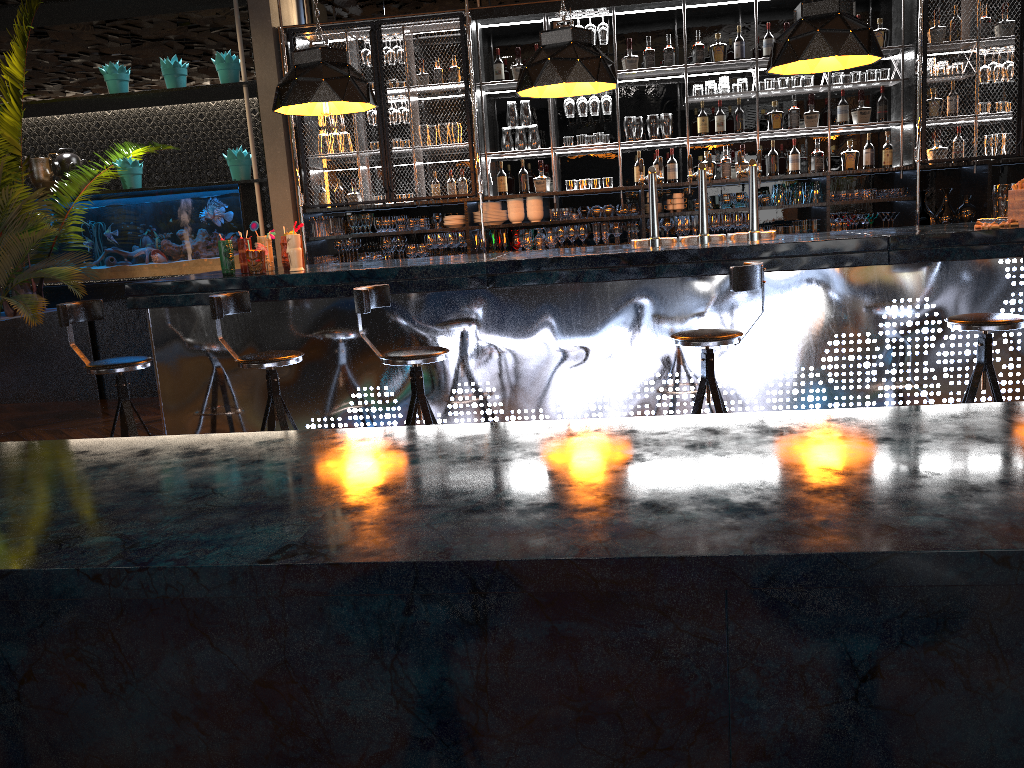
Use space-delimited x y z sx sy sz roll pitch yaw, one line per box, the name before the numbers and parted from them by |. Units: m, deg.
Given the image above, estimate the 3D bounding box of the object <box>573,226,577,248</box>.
object | 0.526 -1.257 7.661 0.084 0.216 0.084 -4 10 0

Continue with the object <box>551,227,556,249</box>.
object | 0.350 -1.257 7.735 0.082 0.213 0.082 -5 10 -5

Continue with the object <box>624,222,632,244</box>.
object | 0.996 -1.269 7.549 0.071 0.217 0.071 -1 11 15

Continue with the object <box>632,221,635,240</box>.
object | 1.055 -1.302 7.702 0.071 0.217 0.071 -1 11 15

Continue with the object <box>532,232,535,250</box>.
object | 0.166 -1.265 7.844 0.082 0.213 0.082 4 13 37

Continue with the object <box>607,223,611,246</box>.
object | 0.821 -1.276 7.649 0.092 0.218 0.092 -10 12 -32

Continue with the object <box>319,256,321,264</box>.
object | -1.702 -1.079 7.857 0.033 0.101 0.033 -6 11 -12

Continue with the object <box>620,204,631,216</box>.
object | 0.952 -1.460 7.440 0.095 0.096 0.095 -7 11 -18

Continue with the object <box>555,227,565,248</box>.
object | 0.415 -1.228 7.546 0.084 0.216 0.084 -5 10 -4

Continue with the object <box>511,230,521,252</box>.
object | 0.039 -1.210 7.598 0.082 0.213 0.082 4 13 36

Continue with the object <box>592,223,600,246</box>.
object | 0.717 -1.252 7.537 0.071 0.226 0.071 -8 11 -20

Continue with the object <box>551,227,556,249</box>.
object | 0.339 -1.240 7.648 0.082 0.213 0.082 -6 11 -11

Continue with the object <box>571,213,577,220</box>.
object | 0.528 -1.421 7.524 0.044 0.048 0.049 -13 14 -39

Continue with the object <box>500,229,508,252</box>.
object | -0.062 -1.218 7.633 0.073 0.229 0.073 -5 10 -4

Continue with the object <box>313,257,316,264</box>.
object | -1.745 -1.074 7.846 0.028 0.097 0.028 -4 10 -3

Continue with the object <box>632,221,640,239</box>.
object | 1.054 -1.265 7.503 0.071 0.217 0.071 -1 11 15

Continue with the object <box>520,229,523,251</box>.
object | 0.065 -1.244 7.771 0.082 0.213 0.082 -11 12 -32

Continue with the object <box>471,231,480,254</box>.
object | -0.305 -1.204 7.649 0.073 0.229 0.073 -5 10 -4

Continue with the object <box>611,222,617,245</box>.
object | 0.902 -1.299 7.746 0.092 0.218 0.092 -10 12 -32

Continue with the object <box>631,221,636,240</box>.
object | 1.035 -1.286 7.626 0.071 0.217 0.071 -1 11 15

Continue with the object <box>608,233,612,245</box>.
object | 0.839 -1.296 7.752 0.092 0.218 0.092 -10 12 -32

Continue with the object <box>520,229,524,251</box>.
object | 0.071 -1.261 7.858 0.082 0.213 0.082 -7 11 -16

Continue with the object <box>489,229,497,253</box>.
object | -0.158 -1.215 7.650 0.073 0.229 0.073 -5 10 -4

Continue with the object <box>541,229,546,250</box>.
object | 0.266 -1.270 7.834 0.082 0.213 0.082 -3 11 7

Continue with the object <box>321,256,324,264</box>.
object | -1.666 -1.075 7.826 0.031 0.098 0.031 -14 14 -43

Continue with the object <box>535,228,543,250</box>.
object | 0.231 -1.219 7.574 0.082 0.213 0.082 5 14 40

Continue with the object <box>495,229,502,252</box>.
object | -0.105 -1.230 7.711 0.073 0.229 0.073 -5 10 -4

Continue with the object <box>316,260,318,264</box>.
object | -1.739 -1.080 7.879 0.028 0.097 0.028 -11 12 -33

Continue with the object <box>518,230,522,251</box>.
object | 0.052 -1.227 7.686 0.082 0.213 0.082 -4 10 0

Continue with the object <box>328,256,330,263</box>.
object | -1.647 -1.104 7.975 0.031 0.098 0.031 2 12 29

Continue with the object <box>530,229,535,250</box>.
object | 0.161 -1.249 7.759 0.082 0.213 0.082 2 12 28

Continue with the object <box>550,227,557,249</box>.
object | 0.363 -1.274 7.821 0.082 0.213 0.082 -4 10 -2

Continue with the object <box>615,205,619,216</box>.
object | 0.946 -1.509 7.708 0.095 0.096 0.095 1 11 23

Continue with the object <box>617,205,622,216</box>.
object | 0.938 -1.478 7.545 0.095 0.096 0.095 -2 11 8

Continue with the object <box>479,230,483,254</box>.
object | -0.267 -1.233 7.788 0.073 0.229 0.073 -5 10 -4

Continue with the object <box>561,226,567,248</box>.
object | 0.436 -1.254 7.676 0.084 0.216 0.084 0 11 19

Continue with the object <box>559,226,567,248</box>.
object | 0.447 -1.279 7.809 0.084 0.216 0.084 -14 14 -43

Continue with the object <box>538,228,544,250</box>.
object | 0.243 -1.236 7.659 0.082 0.213 0.082 -6 11 -13

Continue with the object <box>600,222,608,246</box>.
object | 0.785 -1.248 7.489 0.071 0.226 0.071 -8 11 -20

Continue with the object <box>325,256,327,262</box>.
object | -1.655 -1.090 7.902 0.031 0.098 0.031 -10 12 -31

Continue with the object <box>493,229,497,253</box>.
object | -0.152 -1.240 7.782 0.073 0.229 0.073 -5 10 -4

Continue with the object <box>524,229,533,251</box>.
object | 0.143 -1.231 7.671 0.082 0.213 0.082 -7 11 -16

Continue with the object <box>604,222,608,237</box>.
object | 0.794 -1.263 7.568 0.071 0.226 0.071 -8 11 -20

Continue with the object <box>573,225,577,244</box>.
object | 0.538 -1.282 7.791 0.084 0.216 0.084 -3 11 6

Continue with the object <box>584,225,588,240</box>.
object | 0.629 -1.287 7.786 0.084 0.216 0.084 2 12 29

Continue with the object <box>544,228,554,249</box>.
object | 0.322 -1.223 7.560 0.082 0.213 0.082 4 13 36

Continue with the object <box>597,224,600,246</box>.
object | 0.740 -1.286 7.710 0.071 0.226 0.071 -8 11 -20

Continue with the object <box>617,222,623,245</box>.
object | 0.915 -1.275 7.612 0.092 0.218 0.092 -10 12 -32

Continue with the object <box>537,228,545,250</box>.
object | 0.253 -1.253 7.747 0.082 0.213 0.082 5 13 38

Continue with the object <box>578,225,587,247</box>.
object | 0.611 -1.262 7.656 0.084 0.216 0.084 -13 14 -40

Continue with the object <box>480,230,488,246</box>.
object | -0.237 -1.221 7.710 0.073 0.229 0.073 -5 10 -4

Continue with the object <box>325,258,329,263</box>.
object | -1.622 -1.061 7.782 0.034 0.080 0.034 0 11 20

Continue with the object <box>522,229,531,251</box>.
object | 0.128 -1.214 7.587 0.082 0.213 0.082 4 13 36

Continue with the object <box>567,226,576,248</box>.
object | 0.508 -1.232 7.533 0.084 0.216 0.084 0 11 22

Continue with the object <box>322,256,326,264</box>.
object | -1.663 -1.083 7.863 0.031 0.098 0.031 -8 11 -19

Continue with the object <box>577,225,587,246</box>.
object | 0.598 -1.236 7.522 0.084 0.216 0.084 -13 14 -39

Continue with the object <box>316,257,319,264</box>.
object | -1.708 -1.071 7.814 0.033 0.101 0.033 2 12 31

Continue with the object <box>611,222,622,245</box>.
object | 0.887 -1.254 7.508 0.092 0.218 0.092 -10 12 -32
